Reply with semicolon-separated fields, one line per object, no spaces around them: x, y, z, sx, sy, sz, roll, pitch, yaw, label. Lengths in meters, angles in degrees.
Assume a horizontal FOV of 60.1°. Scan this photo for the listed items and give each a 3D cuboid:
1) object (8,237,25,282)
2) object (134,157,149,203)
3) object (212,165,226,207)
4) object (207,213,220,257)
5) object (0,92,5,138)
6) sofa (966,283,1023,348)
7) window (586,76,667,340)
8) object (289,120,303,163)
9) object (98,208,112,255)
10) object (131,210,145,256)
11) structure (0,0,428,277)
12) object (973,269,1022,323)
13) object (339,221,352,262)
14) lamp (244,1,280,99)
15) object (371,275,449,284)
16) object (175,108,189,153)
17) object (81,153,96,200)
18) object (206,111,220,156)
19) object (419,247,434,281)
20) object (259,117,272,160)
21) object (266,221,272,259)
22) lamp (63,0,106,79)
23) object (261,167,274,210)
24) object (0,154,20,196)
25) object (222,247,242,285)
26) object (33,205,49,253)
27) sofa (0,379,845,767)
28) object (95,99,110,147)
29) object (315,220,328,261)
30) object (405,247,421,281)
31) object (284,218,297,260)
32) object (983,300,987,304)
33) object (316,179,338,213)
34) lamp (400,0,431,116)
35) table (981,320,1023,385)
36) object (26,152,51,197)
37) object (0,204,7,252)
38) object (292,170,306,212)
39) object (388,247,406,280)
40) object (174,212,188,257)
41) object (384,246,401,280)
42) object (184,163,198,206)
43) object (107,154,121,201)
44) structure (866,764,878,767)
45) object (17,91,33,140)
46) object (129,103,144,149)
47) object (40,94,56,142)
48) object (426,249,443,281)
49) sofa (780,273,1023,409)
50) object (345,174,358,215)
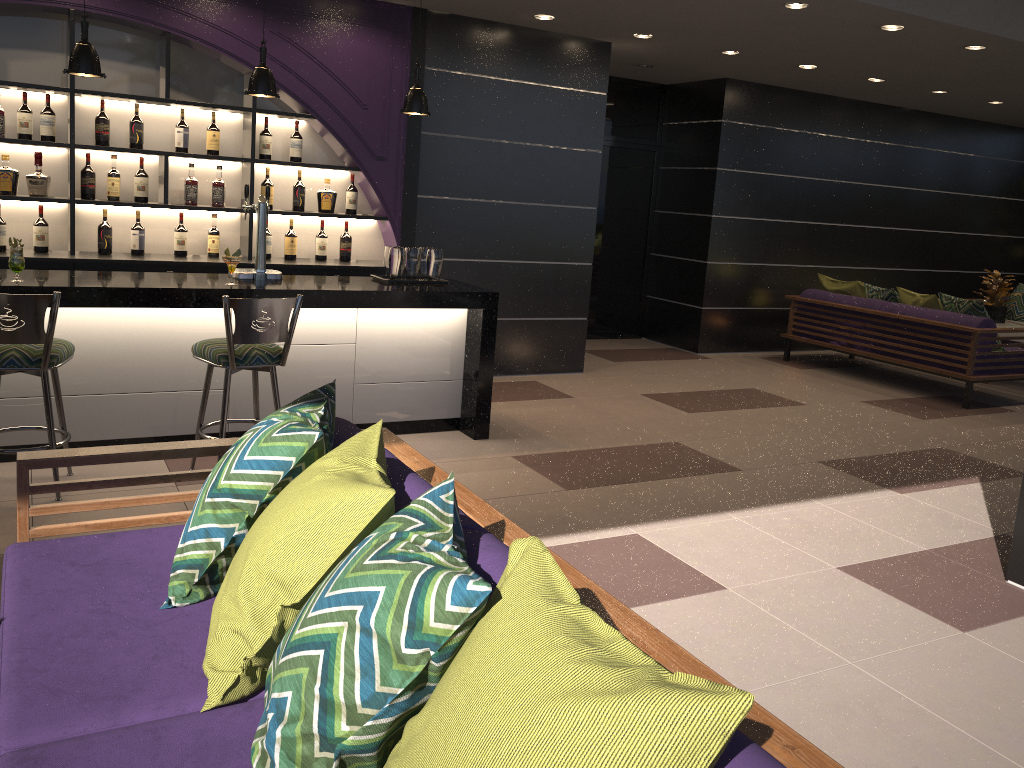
-2.342;-0.590;4.186;0.069;0.209;0.069;13;12;43;object
-2.441;-1.344;5.830;0.086;0.296;0.087;7;9;19;object
-2.014;-1.359;6.081;0.083;0.279;0.084;3;9;-9;object
-2.070;-1.032;6.145;0.080;0.297;0.081;0;10;-27;object
-3.144;-1.645;5.406;0.083;0.279;0.083;-1;10;-29;object
6.064;-0.560;9.547;1.119;0.911;2.147;-2;13;-29;sofa
-3.346;-1.563;6.617;11.547;2.735;1.960;-2;12;-29;window
-1.535;-1.725;6.298;0.086;0.295;0.087;7;9;19;object
-2.646;-0.991;5.755;0.086;0.295;0.087;7;9;19;object
-2.478;-1.009;5.864;0.086;0.312;0.105;0;10;-24;object
-2.759;-1.293;5.553;4.631;2.735;0.535;-2;11;-29;structure
4.909;-0.892;9.006;0.424;0.521;0.434;2;10;-12;object
-1.230;-1.057;6.549;0.086;0.296;0.087;7;9;19;object
-1.312;-1.965;4.690;0.163;0.856;0.164;6;9;13;lamp
-0.634;-0.652;5.524;0.437;0.018;0.275;-2;14;-29;object
-2.207;-1.702;5.924;0.086;0.312;0.105;0;10;-24;object
-2.717;-1.331;5.673;0.086;0.296;0.087;7;9;19;object
-2.033;-1.702;6.022;0.086;0.296;0.087;7;9;19;object
-0.543;-0.758;5.596;0.105;0.207;0.106;0;10;-24;object
-1.724;-1.718;6.200;0.086;0.296;0.087;7;9;19;object
-1.746;-1.035;6.273;0.086;0.295;0.087;7;9;19;object
-2.064;-1.932;4.276;0.163;0.856;0.164;6;9;13;lamp
-1.715;-1.368;6.200;0.086;0.296;0.087;7;9;19;object
-3.113;-1.286;5.442;0.151;0.245;0.095;-1;10;-27;object
-1.476;-0.621;4.664;0.105;0.195;0.107;4;9;-1;object
-2.974;-0.980;5.589;0.086;0.296;0.087;7;9;19;object
-0.424;0.610;1.820;1.119;0.911;2.147;-2;13;-29;sofa
-2.632;-1.676;5.689;0.086;0.296;0.087;7;9;19;object
-1.392;-1.052;6.473;0.086;0.296;0.087;7;9;19;object
-0.619;-0.739;5.484;0.105;0.207;0.106;0;10;-24;object
-1.583;-1.036;6.337;0.086;0.296;0.087;7;9;19;object
5.061;-0.805;9.469;0.069;0.179;0.069;4;9;-1;object
-1.342;-1.363;6.416;0.151;0.245;0.095;2;9;-10;object
-0.535;-1.999;5.117;0.163;0.856;0.164;6;9;13;lamp
4.867;-0.366;9.090;0.941;0.548;2.057;-2;13;-29;table
-2.961;-1.310;5.535;0.123;0.277;0.124;2;10;-15;object
-3.167;-0.966;5.459;0.086;0.295;0.087;7;9;19;object
-1.518;-1.378;6.310;0.086;0.295;0.087;7;9;19;object
-0.701;-0.724;5.384;0.105;0.207;0.106;0;10;-24;object
-2.245;-1.015;6.004;0.086;0.296;0.087;7;9;19;object
-0.742;-0.748;5.483;0.105;0.207;0.106;0;10;-24;object
-2.179;-1.357;6.011;0.083;0.279;0.083;-1;10;-29;object
-2.595;-1.345;5.770;0.080;0.297;0.081;0;10;-27;object
-1.328;-0.837;3.043;24.729;3.093;7.895;-2;13;-29;structure
-3.028;-1.665;5.503;0.086;0.296;0.087;7;9;19;object
-2.455;-1.683;5.787;0.086;0.295;0.087;7;9;19;object
-2.907;-1.665;5.543;0.086;0.295;0.087;7;9;19;object
-0.482;-0.733;5.500;0.105;0.207;0.106;0;10;-24;object
3.764;-0.485;8.400;1.119;0.911;2.147;-2;13;-29;sofa
-1.181;-1.399;6.523;0.086;0.296;0.087;7;9;19;object
